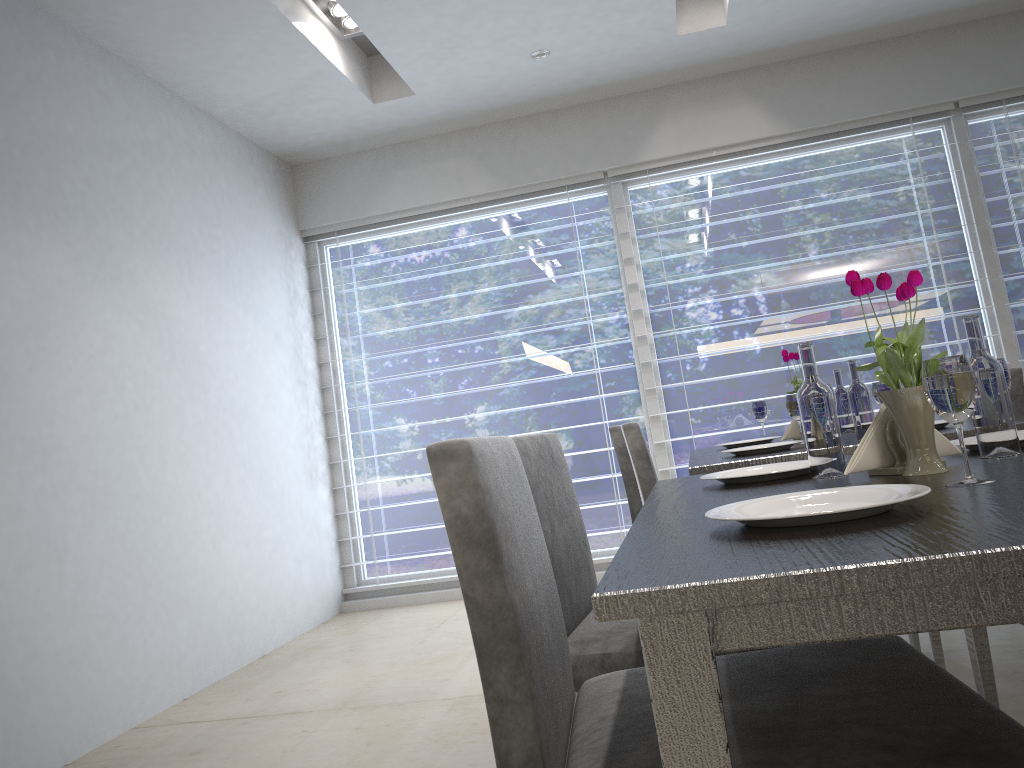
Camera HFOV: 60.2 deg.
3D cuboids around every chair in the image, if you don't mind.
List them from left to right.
[{"bbox_3d":[0.284,0.432,1.426,0.490,0.770,0.474,-10,-7,16],"label":"chair"},{"bbox_3d":[0.646,0.481,2.893,0.490,0.770,0.474,-10,-7,16],"label":"chair"},{"bbox_3d":[0.597,0.452,2.370,0.491,0.770,0.473,-9,-7,6],"label":"chair"},{"bbox_3d":[0.235,0.403,0.903,0.491,0.770,0.473,-9,-7,6],"label":"chair"},{"bbox_3d":[1.349,0.370,2.772,0.491,0.770,0.473,-9,-7,6],"label":"chair"},{"bbox_3d":[1.233,0.350,2.243,0.490,0.770,0.474,-10,-7,16],"label":"chair"},{"bbox_3d":[0.992,0.321,1.315,0.491,0.770,0.473,-9,-7,6],"label":"chair"}]

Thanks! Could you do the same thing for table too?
[{"bbox_3d":[0.958,0.476,2.559,0.775,0.640,1.181,-9,-5,11],"label":"table"},{"bbox_3d":[0.596,0.427,1.093,0.775,0.640,1.181,-9,-5,11],"label":"table"}]

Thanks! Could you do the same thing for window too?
[{"bbox_3d":[2.407,-0.392,4.410,7.084,2.096,0.157,-9,-8,10],"label":"window"}]

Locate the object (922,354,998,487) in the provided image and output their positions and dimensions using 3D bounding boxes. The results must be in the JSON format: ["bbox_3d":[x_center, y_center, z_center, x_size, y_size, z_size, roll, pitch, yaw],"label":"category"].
[{"bbox_3d":[0.490,0.040,0.973,0.053,0.141,0.052,-4,-9,-31],"label":"object"}]

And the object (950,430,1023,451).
[{"bbox_3d":[0.793,0.087,1.384,0.217,0.015,0.214,-8,-4,-9],"label":"object"}]

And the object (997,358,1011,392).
[{"bbox_3d":[0.847,0.027,1.539,0.053,0.141,0.052,-4,-9,-31],"label":"object"}]

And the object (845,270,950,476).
[{"bbox_3d":[0.512,-0.020,1.167,0.104,0.279,0.153,-9,-7,8],"label":"object"}]

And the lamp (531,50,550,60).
[{"bbox_3d":[0.134,-1.524,4.097,0.089,0.007,0.088,-6,-5,-34],"label":"lamp"}]

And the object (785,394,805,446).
[{"bbox_3d":[0.792,0.097,2.445,0.053,0.141,0.052,-4,-9,-31],"label":"object"}]

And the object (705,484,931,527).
[{"bbox_3d":[0.303,0.124,0.883,0.217,0.015,0.214,-8,-4,-9],"label":"object"}]

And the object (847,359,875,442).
[{"bbox_3d":[0.856,0.039,2.176,0.052,0.203,0.051,-5,-9,-25],"label":"object"}]

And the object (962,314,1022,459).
[{"bbox_3d":[0.666,0.002,1.242,0.052,0.203,0.051,-2,-10,-37],"label":"object"}]

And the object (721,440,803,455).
[{"bbox_3d":[0.664,0.172,2.350,0.217,0.015,0.214,-8,-4,-11],"label":"object"}]

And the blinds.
[{"bbox_3d":[2.372,-0.421,4.313,7.079,2.066,0.045,-9,-8,10],"label":"blinds"}]

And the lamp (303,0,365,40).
[{"bbox_3d":[-0.733,-1.628,3.782,0.226,0.102,0.485,-9,-4,11],"label":"lamp"}]

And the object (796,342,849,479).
[{"bbox_3d":[0.454,0.038,1.315,0.052,0.203,0.051,-2,-10,-37],"label":"object"}]

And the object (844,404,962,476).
[{"bbox_3d":[0.533,0.070,1.217,0.203,0.101,0.069,-7,-7,-19],"label":"object"}]

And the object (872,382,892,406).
[{"bbox_3d":[1.035,0.062,2.449,0.053,0.141,0.052,-4,-9,-31],"label":"object"}]

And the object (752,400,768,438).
[{"bbox_3d":[0.866,0.129,3.063,0.053,0.141,0.052,-4,-9,-31],"label":"object"}]

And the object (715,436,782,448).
[{"bbox_3d":[0.781,0.195,2.919,0.217,0.015,0.214,-8,-4,-11],"label":"object"}]

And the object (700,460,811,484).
[{"bbox_3d":[0.419,0.146,1.452,0.217,0.015,0.214,-8,-4,-9],"label":"object"}]

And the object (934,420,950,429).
[{"bbox_3d":[1.038,0.113,2.281,0.217,0.015,0.214,-8,-4,-11],"label":"object"}]

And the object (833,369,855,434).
[{"bbox_3d":[1.022,0.053,2.732,0.052,0.203,0.051,-5,-9,-25],"label":"object"}]

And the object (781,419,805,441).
[{"bbox_3d":[0.895,0.119,2.684,0.203,0.101,0.069,-7,-7,-19],"label":"object"}]

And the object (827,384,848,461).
[{"bbox_3d":[0.564,0.071,1.591,0.053,0.141,0.052,-4,-9,-31],"label":"object"}]

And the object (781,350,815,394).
[{"bbox_3d":[0.874,0.028,2.633,0.104,0.279,0.153,-9,-7,8],"label":"object"}]
